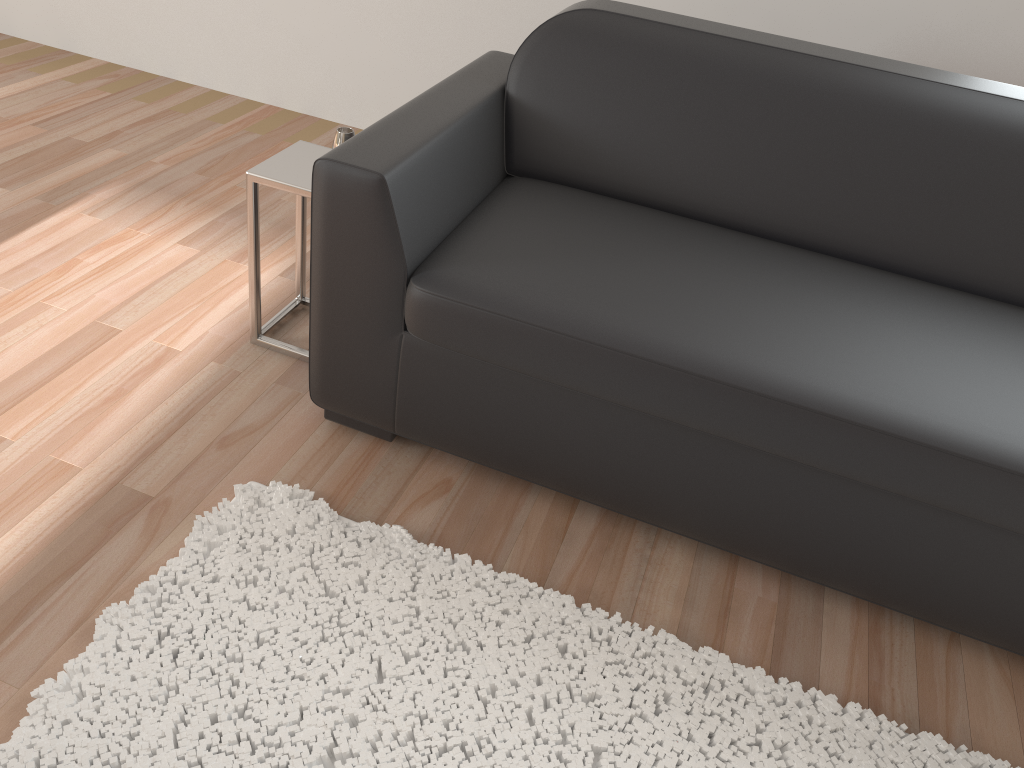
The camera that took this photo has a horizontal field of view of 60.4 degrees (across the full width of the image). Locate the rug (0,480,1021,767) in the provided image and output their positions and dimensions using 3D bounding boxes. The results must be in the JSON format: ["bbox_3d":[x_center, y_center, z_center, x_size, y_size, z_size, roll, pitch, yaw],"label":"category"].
[{"bbox_3d":[0.147,0.868,0.974,2.040,0.043,1.519,18,36,13],"label":"rug"}]

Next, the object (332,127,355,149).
[{"bbox_3d":[-0.387,-0.548,2.039,0.057,0.082,0.061,1,34,-13],"label":"object"}]

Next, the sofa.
[{"bbox_3d":[0.795,-0.144,1.862,2.276,0.791,0.997,18,35,13],"label":"sofa"}]

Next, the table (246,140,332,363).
[{"bbox_3d":[-0.474,-0.313,2.148,0.240,0.444,0.238,17,34,13],"label":"table"}]
